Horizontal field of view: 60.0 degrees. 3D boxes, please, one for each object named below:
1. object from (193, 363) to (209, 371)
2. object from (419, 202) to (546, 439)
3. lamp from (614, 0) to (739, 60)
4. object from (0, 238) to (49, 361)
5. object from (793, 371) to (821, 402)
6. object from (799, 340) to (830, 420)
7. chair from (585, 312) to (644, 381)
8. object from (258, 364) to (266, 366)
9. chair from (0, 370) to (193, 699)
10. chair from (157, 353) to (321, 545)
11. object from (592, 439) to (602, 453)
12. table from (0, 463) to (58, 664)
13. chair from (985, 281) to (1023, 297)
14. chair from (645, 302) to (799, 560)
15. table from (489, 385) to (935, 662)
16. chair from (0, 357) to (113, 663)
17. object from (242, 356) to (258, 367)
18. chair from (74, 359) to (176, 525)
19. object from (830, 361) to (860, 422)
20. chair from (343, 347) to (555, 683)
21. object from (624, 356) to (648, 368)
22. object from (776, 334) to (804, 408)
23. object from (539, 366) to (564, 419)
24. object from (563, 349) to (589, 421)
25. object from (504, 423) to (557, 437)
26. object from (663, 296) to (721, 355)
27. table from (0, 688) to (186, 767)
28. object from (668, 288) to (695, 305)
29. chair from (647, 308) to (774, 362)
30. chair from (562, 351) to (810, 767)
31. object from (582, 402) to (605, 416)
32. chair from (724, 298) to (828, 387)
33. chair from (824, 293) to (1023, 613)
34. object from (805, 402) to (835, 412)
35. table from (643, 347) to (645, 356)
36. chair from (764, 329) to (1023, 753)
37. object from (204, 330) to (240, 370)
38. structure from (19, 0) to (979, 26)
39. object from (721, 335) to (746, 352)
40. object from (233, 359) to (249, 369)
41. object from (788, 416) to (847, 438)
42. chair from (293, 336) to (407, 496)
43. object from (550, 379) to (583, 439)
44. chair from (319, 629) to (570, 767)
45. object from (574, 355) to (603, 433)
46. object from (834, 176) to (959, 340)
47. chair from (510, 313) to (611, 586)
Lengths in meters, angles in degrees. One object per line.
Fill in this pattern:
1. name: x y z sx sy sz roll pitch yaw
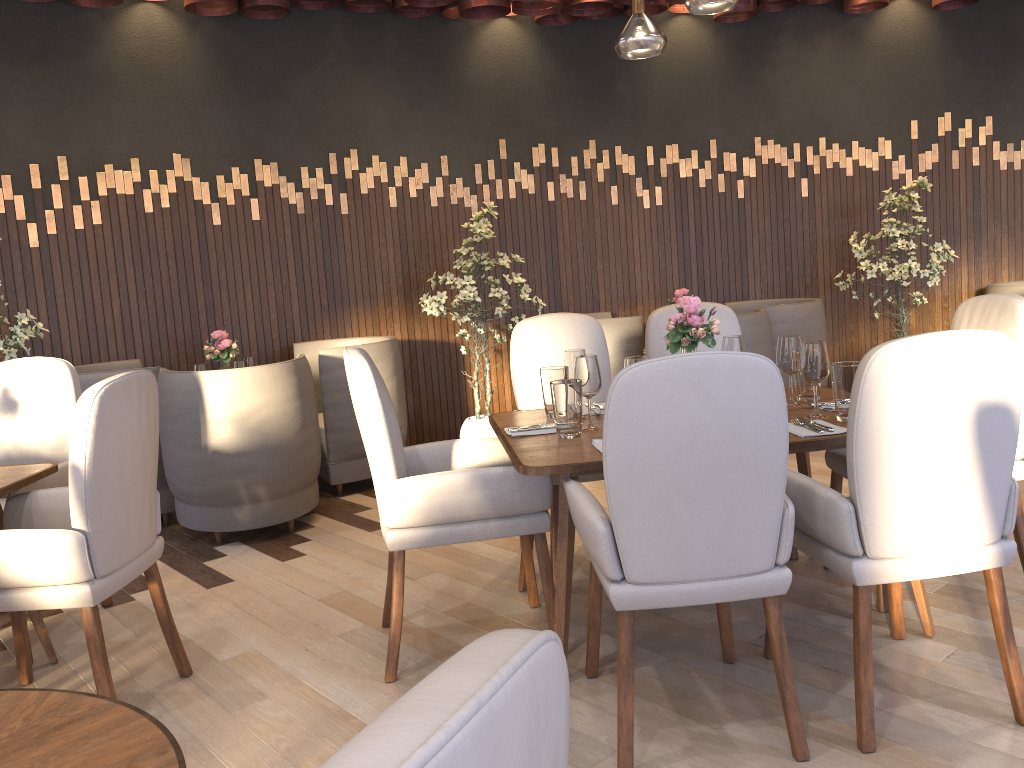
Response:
1. object: -1.701 0.008 4.875 0.092 0.244 0.092 -1 7 27
2. object: -0.196 -0.331 5.639 0.747 1.611 0.790 -6 6 -13
3. lamp: 0.474 -1.726 2.742 0.440 1.322 0.440 -8 7 -35
4. object: -2.758 0.014 4.479 0.790 1.611 0.747 -8 7 -34
5. object: 1.040 -0.029 3.121 0.102 0.178 0.102 -4 6 2
6. object: 0.959 -0.013 2.804 0.092 0.244 0.092 -7 7 -27
7. chair: 0.533 -0.038 5.984 0.595 0.834 0.776 -5 7 -10
8. object: -1.446 -0.023 5.212 0.102 0.178 0.102 -3 6 7
9. chair: -1.325 0.478 2.572 0.599 0.997 0.530 -4 6 3
10. chair: -1.325 0.313 4.393 0.775 0.834 0.597 -7 7 -20
11. object: 0.325 0.174 2.602 0.157 0.019 0.256 -5 8 -7
12. table: -2.151 0.704 2.581 1.307 0.663 0.968 -4 7 1
13. chair: 3.575 -0.274 6.069 0.595 0.834 0.777 -4 7 0
14. chair: 0.835 0.170 3.674 0.528 0.997 0.602 -5 6 -4
15. table: 0.635 0.444 2.990 1.307 0.663 0.968 -5 7 -7
16. chair: -1.862 0.429 3.227 0.528 0.997 0.602 -4 6 3
17. object: -1.508 -0.039 5.118 0.092 0.244 0.092 -4 6 0
18. chair: -2.182 0.328 4.754 0.596 0.834 0.775 -8 8 -30
19. object: 1.037 0.024 2.729 0.102 0.178 0.102 -3 6 9
20. chair: -0.199 0.354 2.873 0.600 0.997 0.530 -5 6 -9
21. object: 0.391 0.038 2.737 0.092 0.244 0.092 -3 6 12
22. object: 0.957 -0.045 3.045 0.092 0.244 0.092 -7 7 -24
23. object: 0.155 0.030 3.171 0.102 0.178 0.102 -9 8 -39
24. object: 0.227 0.003 3.088 0.092 0.244 0.092 0 8 36
25. object: 0.105 0.143 2.951 0.255 0.019 0.158 -5 8 -9
26. object: 0.595 -0.084 2.920 0.198 0.414 0.211 -3 6 7
27. table: -0.737 0.828 0.907 0.833 0.660 0.837 -1 8 24
28. object: 1.158 -0.443 6.019 0.210 0.414 0.198 -7 7 -27
29. chair: 1.241 -0.011 5.396 0.774 0.835 0.597 -4 6 0
30. chair: 0.426 0.386 2.293 0.528 0.997 0.602 -5 6 -4
31. object: 0.313 0.089 3.245 0.157 0.019 0.256 -5 8 -6
32. chair: 1.853 -0.150 6.089 0.595 0.834 0.777 -5 7 -5
33. chair: 1.450 0.204 3.091 0.600 0.997 0.530 -5 6 -4
34. object: 1.110 0.066 2.975 0.255 0.019 0.158 -5 8 -5
35. table: 1.196 0.042 6.054 0.833 0.560 0.837 -4 7 3
36. chair: 0.987 0.337 2.352 0.528 0.997 0.601 -5 6 -9
37. object: -1.624 -0.099 4.990 0.198 0.414 0.211 -1 7 27
38. structure: 1.077 -2.609 4.986 9.457 0.555 2.763 -6 8 -10
39. object: 0.794 -0.049 3.161 0.092 0.244 0.092 1 8 42
40. object: -1.489 -0.010 4.895 0.092 0.244 0.092 -2 7 24
41. object: 0.892 0.124 2.668 0.157 0.019 0.256 -5 8 -7
42. chair: -0.935 0.158 5.327 0.596 0.834 0.776 -7 7 -25
43. object: 0.176 0.079 2.795 0.102 0.178 0.102 -3 6 7
44. chair: -0.252 0.661 0.625 0.599 0.997 0.530 -1 7 26
45. object: 0.248 0.030 2.870 0.092 0.244 0.092 -3 6 16
46. object: 2.643 -0.603 6.104 0.788 1.611 0.749 -1 7 26
47. chair: 0.273 0.222 3.594 0.528 0.997 0.601 -5 6 -11
